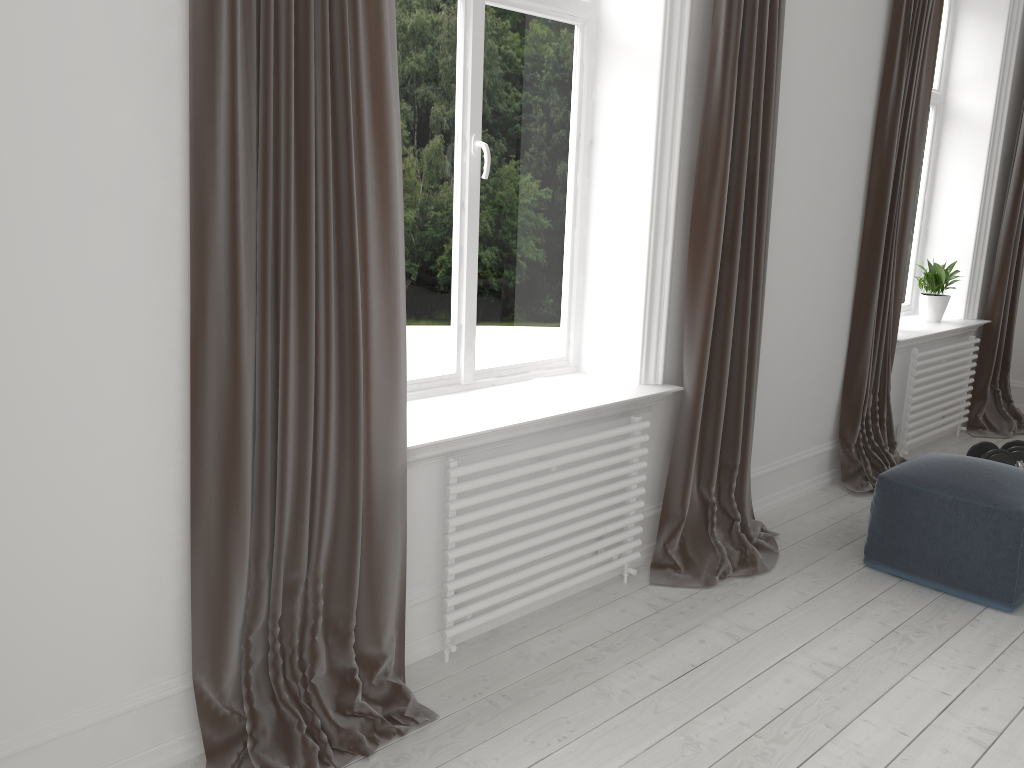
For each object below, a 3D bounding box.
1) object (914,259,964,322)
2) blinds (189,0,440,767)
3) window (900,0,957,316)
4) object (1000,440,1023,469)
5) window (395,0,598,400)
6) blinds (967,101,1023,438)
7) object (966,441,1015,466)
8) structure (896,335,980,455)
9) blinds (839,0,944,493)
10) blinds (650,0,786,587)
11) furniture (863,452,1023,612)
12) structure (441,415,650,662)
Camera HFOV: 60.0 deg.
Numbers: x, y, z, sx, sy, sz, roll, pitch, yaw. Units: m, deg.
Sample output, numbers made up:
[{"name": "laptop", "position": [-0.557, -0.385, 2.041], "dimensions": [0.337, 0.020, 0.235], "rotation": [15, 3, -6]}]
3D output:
[{"name": "object", "position": [2.472, -0.553, 5.179], "dimensions": [0.284, 0.369, 0.215], "rotation": [8, 13, 23]}, {"name": "blinds", "position": [-0.416, -0.433, 1.880], "dimensions": [0.595, 2.681, 0.246], "rotation": [-7, 15, -35]}, {"name": "window", "position": [2.157, -1.299, 4.944], "dimensions": [1.112, 1.956, 0.120], "rotation": [-10, 17, -43]}, {"name": "object", "position": [2.588, 0.388, 4.531], "dimensions": [0.179, 0.179, 0.326], "rotation": [8, 14, 25]}, {"name": "window", "position": [-0.107, -0.908, 2.777], "dimensions": [1.112, 1.956, 0.120], "rotation": [-10, 17, -43]}, {"name": "blinds", "position": [3.111, -1.038, 5.235], "dimensions": [0.327, 2.680, 0.779], "rotation": [12, 16, 39]}, {"name": "object", "position": [2.413, 0.394, 4.476], "dimensions": [0.179, 0.179, 0.326], "rotation": [2, 12, 0]}, {"name": "structure", "position": [2.368, 0.086, 4.976], "dimensions": [0.887, 0.670, 0.114], "rotation": [-10, 17, -43]}, {"name": "blinds", "position": [1.841, -0.829, 4.066], "dimensions": [0.582, 2.681, 0.294], "rotation": [-7, 15, -36]}, {"name": "blinds", "position": [0.855, -0.645, 3.058], "dimensions": [0.318, 2.680, 0.769], "rotation": [13, 16, 40]}, {"name": "furniture", "position": [1.698, 0.497, 3.304], "dimensions": [0.646, 0.423, 0.646], "rotation": [-9, 17, -42]}, {"name": "structure", "position": [0.101, 0.477, 2.810], "dimensions": [0.887, 0.670, 0.120], "rotation": [-10, 17, -43]}]
